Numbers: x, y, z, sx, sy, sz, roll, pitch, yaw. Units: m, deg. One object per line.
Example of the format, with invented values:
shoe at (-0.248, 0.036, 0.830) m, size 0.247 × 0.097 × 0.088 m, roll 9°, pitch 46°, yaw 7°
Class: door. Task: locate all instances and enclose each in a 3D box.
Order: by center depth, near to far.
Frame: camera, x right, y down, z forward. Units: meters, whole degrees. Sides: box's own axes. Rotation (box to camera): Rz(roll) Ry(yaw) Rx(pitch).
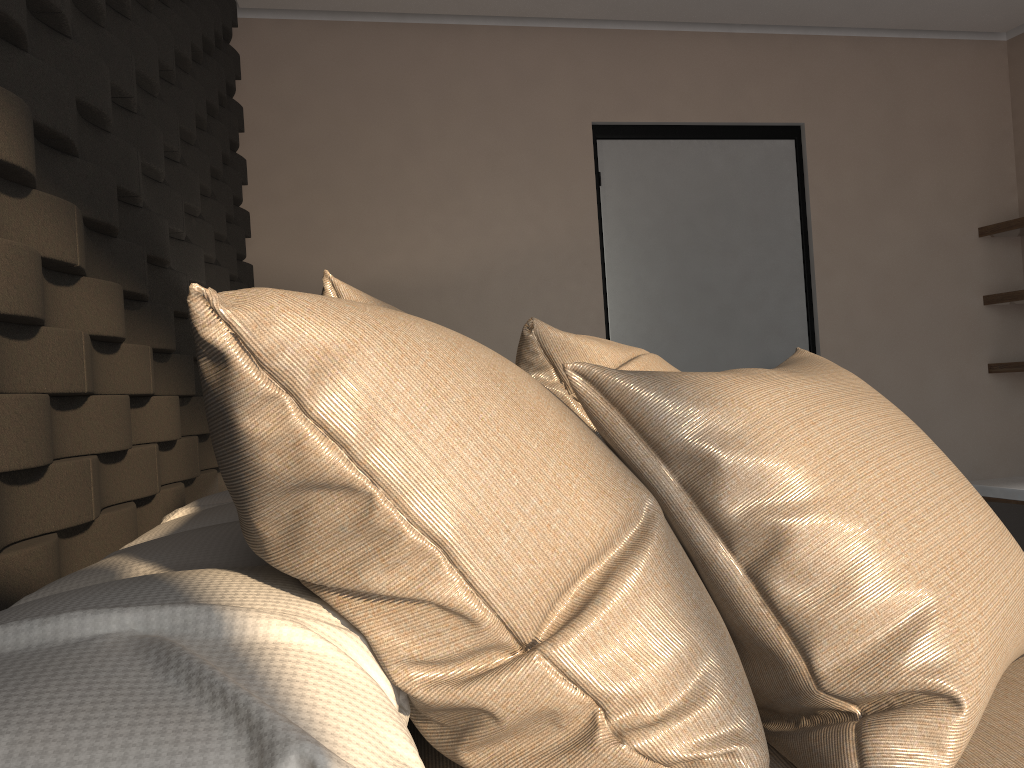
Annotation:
door at (0.901, -0.118, 3.971) m, size 1.024 × 2.093 × 0.150 m, roll -4°, pitch -1°, yaw -13°

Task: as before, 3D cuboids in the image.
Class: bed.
bed at (0.571, 0.618, 1.365) m, size 2.349 × 0.624 × 2.238 m, roll -4°, pitch 0°, yaw -11°

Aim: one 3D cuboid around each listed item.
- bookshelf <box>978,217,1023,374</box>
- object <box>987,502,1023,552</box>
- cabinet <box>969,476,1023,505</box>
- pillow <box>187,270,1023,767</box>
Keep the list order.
bookshelf at (3.053, -0.215, 2.186) m, size 0.239 × 1.203 × 4.358 m, roll -4°, pitch 0°, yaw -18°
object at (1.011, 0.412, 1.478) m, size 0.633 × 0.322 × 2.004 m, roll -4°, pitch 0°, yaw -9°
cabinet at (2.993, 0.577, 2.152) m, size 0.468 × 0.370 × 4.396 m, roll -4°, pitch 0°, yaw -18°
pillow at (0.150, 0.087, 1.237) m, size 0.918 × 0.518 × 1.232 m, roll -4°, pitch 0°, yaw -8°
